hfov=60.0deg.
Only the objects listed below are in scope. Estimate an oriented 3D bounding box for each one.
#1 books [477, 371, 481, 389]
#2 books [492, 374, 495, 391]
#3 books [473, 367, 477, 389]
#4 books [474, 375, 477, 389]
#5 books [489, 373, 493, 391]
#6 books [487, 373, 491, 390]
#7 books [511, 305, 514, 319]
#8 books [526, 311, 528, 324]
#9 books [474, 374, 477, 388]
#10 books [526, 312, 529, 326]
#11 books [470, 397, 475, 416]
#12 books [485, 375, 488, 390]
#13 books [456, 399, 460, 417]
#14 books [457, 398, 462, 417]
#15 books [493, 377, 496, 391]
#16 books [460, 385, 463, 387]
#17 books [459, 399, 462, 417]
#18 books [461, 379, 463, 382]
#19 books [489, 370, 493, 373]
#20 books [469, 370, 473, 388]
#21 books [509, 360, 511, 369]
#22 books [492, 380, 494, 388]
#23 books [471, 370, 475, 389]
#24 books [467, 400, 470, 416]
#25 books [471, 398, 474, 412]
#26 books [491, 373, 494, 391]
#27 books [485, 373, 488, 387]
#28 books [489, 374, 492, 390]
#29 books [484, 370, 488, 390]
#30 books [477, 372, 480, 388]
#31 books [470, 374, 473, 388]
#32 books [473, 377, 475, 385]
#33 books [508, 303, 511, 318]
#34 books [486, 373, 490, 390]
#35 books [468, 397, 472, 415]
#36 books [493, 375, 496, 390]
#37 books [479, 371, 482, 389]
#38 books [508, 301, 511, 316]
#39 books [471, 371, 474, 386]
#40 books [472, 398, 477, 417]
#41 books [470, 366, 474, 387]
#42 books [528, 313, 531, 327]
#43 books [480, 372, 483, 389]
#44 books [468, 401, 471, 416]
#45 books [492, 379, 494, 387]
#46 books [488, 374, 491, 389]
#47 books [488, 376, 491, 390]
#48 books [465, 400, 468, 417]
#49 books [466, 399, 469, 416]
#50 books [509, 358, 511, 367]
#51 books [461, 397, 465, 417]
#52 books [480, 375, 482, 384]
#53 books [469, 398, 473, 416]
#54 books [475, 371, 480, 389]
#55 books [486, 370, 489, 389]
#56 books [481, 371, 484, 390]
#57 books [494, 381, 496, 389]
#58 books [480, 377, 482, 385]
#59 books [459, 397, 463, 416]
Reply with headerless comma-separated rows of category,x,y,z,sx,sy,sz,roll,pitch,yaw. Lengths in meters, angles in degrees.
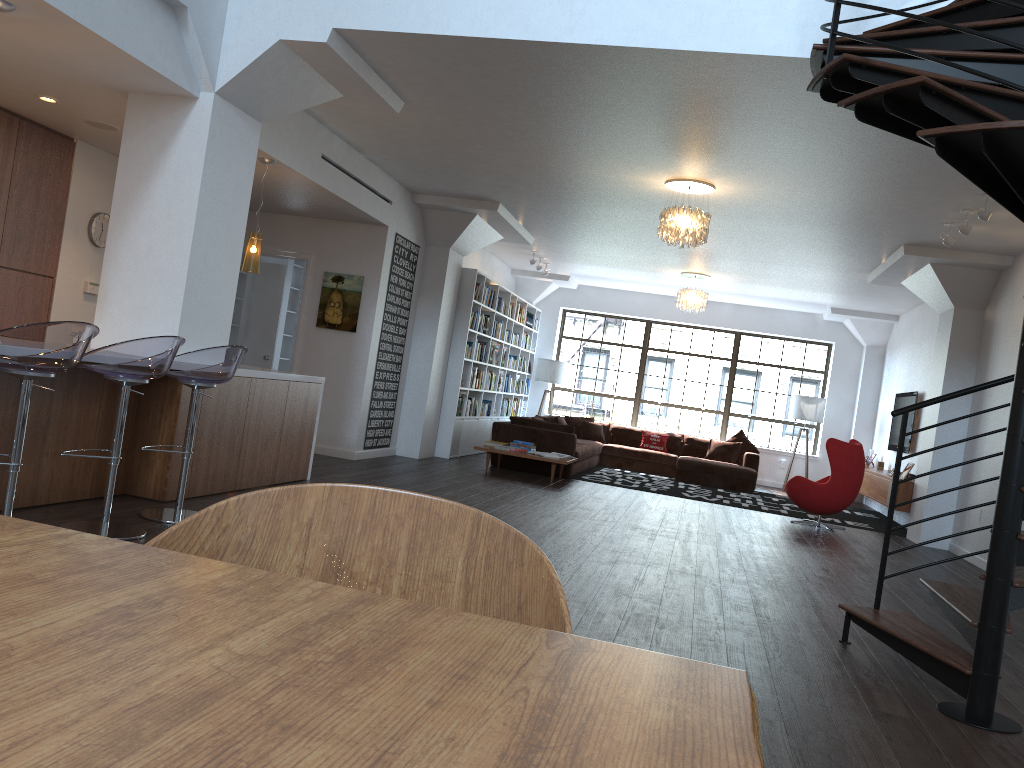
books,-0.531,-0.066,12.194,0.183,0.253,0.034,9,0,12
books,-0.353,-0.036,13.028,0.183,0.253,0.034,9,0,12
books,-0.576,-0.092,11.991,0.176,0.290,0.053,9,0,12
books,-0.580,-0.067,12.068,0.174,0.240,0.045,9,0,12
books,-0.378,-0.040,12.848,0.183,0.253,0.034,9,0,12
books,-0.414,-0.046,12.691,0.183,0.253,0.034,9,0,12
books,-0.071,-1.111,13.529,0.161,0.223,0.032,9,0,12
books,0.162,-1.089,14.681,0.183,0.253,0.042,9,0,12
books,-0.571,-0.057,12.030,0.161,0.223,0.026,9,0,12
books,0.177,-1.086,14.722,0.183,0.253,0.042,9,0,12
books,-0.615,0.301,12.083,0.180,0.259,0.042,9,0,12
books,-0.437,-0.035,12.577,0.161,0.223,0.026,9,0,12
books,-0.766,0.295,11.348,0.161,0.223,0.032,9,0,12
books,-0.755,0.288,11.390,0.174,0.240,0.054,9,0,12
books,-0.329,-0.017,13.098,0.161,0.223,0.026,9,0,12
books,-0.742,0.011,11.416,0.197,0.035,0.284,9,0,2
books,-0.736,0.299,11.463,0.161,0.223,0.032,9,0,12
books,-0.735,-0.056,11.412,0.174,0.032,0.254,9,0,7
books,-0.377,-0.059,12.884,0.176,0.290,0.036,9,0,12
books,-0.633,-0.079,11.727,0.189,0.247,0.057,9,0,12
books,-0.079,-0.322,13.907,0.106,0.162,0.030,9,0,12
books,-0.353,-0.021,12.997,0.161,0.223,0.027,9,0,12
books,-0.594,-0.072,11.910,0.171,0.246,0.057,9,0,12
books,-0.658,0.312,11.865,0.161,0.223,0.033,9,0,12
books,-0.622,0.304,12.043,0.160,0.251,0.039,9,0,12
books,-0.367,-0.041,12.931,0.180,0.259,0.060,9,0,12
books,-0.442,-0.049,12.552,0.160,0.250,0.026,9,0,12
books,-0.398,-0.037,12.812,0.174,0.240,0.045,9,0,12
books,-0.464,-0.070,12.511,0.198,0.284,0.066,9,0,12
books,-0.543,-0.056,12.161,0.168,0.231,0.037,9,0,12
books,-0.604,-0.054,11.819,0.144,0.207,0.048,9,0,12
books,-0.587,-0.060,11.951,0.161,0.223,0.027,9,0,12
books,-0.111,-1.123,13.368,0.174,0.236,0.136,9,0,12
books,-0.425,-0.048,12.659,0.183,0.253,0.034,9,0,12
books,-0.646,0.298,11.933,0.183,0.253,0.042,9,0,12
books,-0.345,-0.028,13.066,0.174,0.240,0.045,9,0,12
books,-0.520,-0.064,12.226,0.183,0.253,0.034,9,0,12
books,-0.127,-1.135,13.282,0.183,0.253,0.042,9,0,12
books,-0.608,-0.072,11.865,0.159,0.241,0.038,9,0,12
books,-0.592,0.308,12.166,0.183,0.253,0.042,9,0,12
books,-0.601,-0.100,11.773,0.140,0.298,0.044,9,0,12
books,0.205,-1.082,14.850,0.183,0.253,0.042,9,0,12
books,-0.500,-0.059,12.331,0.160,0.250,0.026,9,0,12
books,-0.648,0.323,11.895,0.161,0.223,0.030,9,0,12
books,-0.355,-0.035,12.972,0.160,0.250,0.026,9,0,12
books,-0.408,-0.042,12.736,0.171,0.246,0.057,9,0,12
books,-0.399,-0.028,12.776,0.161,0.223,0.027,9,0,12
books,-0.673,0.310,11.779,0.161,0.223,0.032,9,0,12
books,-0.673,0.306,11.824,0.176,0.231,0.053,9,0,12
books,-0.090,-0.326,13.884,0.120,0.167,0.019,9,0,12
books,-0.722,0.287,11.583,0.180,0.251,0.048,9,0,12
books,-0.517,-0.063,12.259,0.183,0.253,0.034,9,0,12
books,-0.628,0.306,12.004,0.171,0.246,0.039,9,0,12
books,-0.547,-0.065,12.113,0.171,0.246,0.057,9,0,12
books,-0.432,-0.068,12.617,0.176,0.290,0.053,9,0,12
books,-0.491,-0.060,12.359,0.183,0.253,0.034,9,0,12
books,-0.332,-0.021,13.131,0.168,0.231,0.037,9,0,12
books,-0.516,-0.056,12.299,0.174,0.240,0.045,9,0,12
books,-0.740,0.284,11.502,0.183,0.253,0.042,9,0,12
